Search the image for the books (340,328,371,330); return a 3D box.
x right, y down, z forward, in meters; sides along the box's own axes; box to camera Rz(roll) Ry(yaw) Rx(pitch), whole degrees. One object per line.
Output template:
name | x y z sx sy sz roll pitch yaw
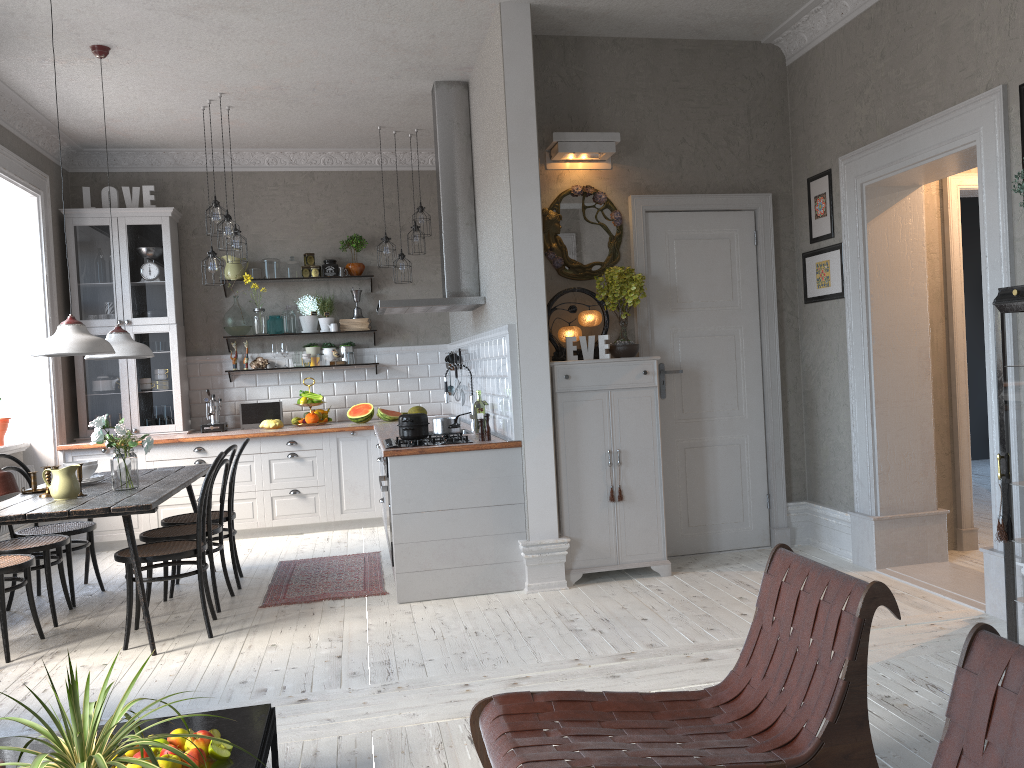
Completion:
books | -1.417 -0.495 8.031 0.262 0.011 0.157 -3 1 -6

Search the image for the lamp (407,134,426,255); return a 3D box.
lamp | -0.862 -1.979 7.572 0.144 1.735 0.149 -2 1 31

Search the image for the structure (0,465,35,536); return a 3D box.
structure | -3.563 0.832 6.158 0.150 0.428 1.211 -3 1 -12

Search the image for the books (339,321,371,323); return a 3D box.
books | -1.421 -0.560 8.029 0.261 0.016 0.158 -3 1 1

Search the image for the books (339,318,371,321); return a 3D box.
books | -1.422 -0.581 8.029 0.262 0.011 0.157 -3 1 -6

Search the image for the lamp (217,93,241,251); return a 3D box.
lamp | -2.040 -1.812 6.230 0.144 1.735 0.150 -2 2 36

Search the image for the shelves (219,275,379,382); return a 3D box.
shelves | -1.880 -0.479 7.924 1.328 0.923 0.226 -3 1 -12

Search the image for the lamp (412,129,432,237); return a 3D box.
lamp | -0.799 -2.108 7.412 0.150 1.735 0.143 -4 2 -39

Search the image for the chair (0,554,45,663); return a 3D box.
chair | -2.660 0.880 4.363 0.551 0.920 0.436 -3 1 -4

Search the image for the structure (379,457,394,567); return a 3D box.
structure | -0.469 0.692 5.304 0.623 0.623 0.617 -3 1 -11

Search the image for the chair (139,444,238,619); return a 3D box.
chair | -1.836 0.822 5.067 0.551 0.920 0.436 -3 1 -4

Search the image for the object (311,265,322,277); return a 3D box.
object | -1.749 -0.998 7.917 0.083 0.113 0.082 -3 1 -1

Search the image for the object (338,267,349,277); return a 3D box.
object | -1.509 -1.002 7.920 0.094 0.096 0.074 -3 1 -11

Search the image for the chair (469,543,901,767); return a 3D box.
chair | 0.424 0.857 2.287 1.026 0.721 0.503 -3 1 -12

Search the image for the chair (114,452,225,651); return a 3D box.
chair | -1.740 0.827 4.546 0.555 0.920 0.433 -3 1 -14

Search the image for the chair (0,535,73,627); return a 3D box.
chair | -2.759 0.875 4.905 0.555 0.920 0.433 -3 1 -14

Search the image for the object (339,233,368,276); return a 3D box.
object | -1.407 -1.160 7.993 0.258 0.397 0.243 -3 1 13

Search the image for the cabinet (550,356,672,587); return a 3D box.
cabinet | 0.547 0.500 5.292 0.672 1.297 0.380 -3 1 -12

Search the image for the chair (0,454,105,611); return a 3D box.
chair | -2.826 0.869 5.384 0.549 0.920 0.438 -3 1 1

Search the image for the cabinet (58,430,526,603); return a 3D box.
cabinet | -1.347 0.793 6.584 4.112 0.854 2.027 -2 1 35

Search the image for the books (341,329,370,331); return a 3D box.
books | -1.416 -0.484 8.031 0.263 0.011 0.156 -3 1 -9

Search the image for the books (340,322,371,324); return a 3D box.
books | -1.420 -0.549 8.030 0.262 0.011 0.157 -3 1 -6

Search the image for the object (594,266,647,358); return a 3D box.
object | 0.673 -0.434 5.327 0.293 0.553 0.345 -3 1 23

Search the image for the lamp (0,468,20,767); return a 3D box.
lamp | -1.369 0.598 2.273 0.247 0.839 0.140 -3 1 24

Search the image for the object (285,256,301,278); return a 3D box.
object | -1.975 -1.039 7.974 0.137 0.220 0.143 -2 2 38

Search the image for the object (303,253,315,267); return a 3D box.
object | -1.806 -1.106 7.895 0.084 0.113 0.081 -4 1 -31

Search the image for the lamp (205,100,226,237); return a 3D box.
lamp | -2.169 -1.939 6.361 0.149 1.735 0.144 -4 1 -24

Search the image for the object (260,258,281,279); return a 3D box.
object | -2.134 -1.011 7.844 0.169 0.184 0.175 -2 1 28

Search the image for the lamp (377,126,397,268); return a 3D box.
lamp | -1.074 -1.832 7.284 0.144 1.735 0.149 -3 1 21

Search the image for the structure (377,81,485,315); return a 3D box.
structure | -0.639 -1.327 6.310 0.719 1.596 0.706 -3 1 -11

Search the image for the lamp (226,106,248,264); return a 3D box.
lamp | -2.080 -1.766 6.540 0.149 1.735 0.144 -4 1 -24

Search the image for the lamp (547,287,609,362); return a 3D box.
lamp | 0.391 -0.304 5.347 0.451 0.558 0.171 -3 1 -4

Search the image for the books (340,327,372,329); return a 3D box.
books | -1.418 -0.506 8.030 0.261 0.016 0.158 -3 1 1

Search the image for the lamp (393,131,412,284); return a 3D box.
lamp | -0.964 -1.718 7.445 0.150 1.735 0.143 -4 2 -39

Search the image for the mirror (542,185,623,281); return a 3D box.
mirror | 0.440 -0.939 5.482 0.537 0.593 0.070 -3 1 -12

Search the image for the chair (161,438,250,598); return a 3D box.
chair | -1.902 0.816 5.544 0.555 0.920 0.433 -3 1 -14

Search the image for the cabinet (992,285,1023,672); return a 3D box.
cabinet | 1.960 0.386 2.966 0.351 1.471 0.613 -3 1 -11

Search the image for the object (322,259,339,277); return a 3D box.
object | -1.638 -1.036 7.991 0.143 0.174 0.141 -3 1 -11

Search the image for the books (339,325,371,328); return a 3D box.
books | -1.418 -0.517 8.030 0.261 0.016 0.157 -3 1 -3

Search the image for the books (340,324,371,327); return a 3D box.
books | -1.419 -0.528 8.030 0.262 0.011 0.157 -3 1 -6

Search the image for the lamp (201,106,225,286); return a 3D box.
lamp | -2.244 -1.598 6.510 0.150 1.735 0.143 -4 2 -44

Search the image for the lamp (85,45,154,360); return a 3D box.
lamp | -2.402 -1.078 5.295 0.380 1.858 0.378 -3 1 -4

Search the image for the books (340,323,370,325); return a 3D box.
books | -1.419 -0.539 8.030 0.263 0.011 0.156 -3 1 -9

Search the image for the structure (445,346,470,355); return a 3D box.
structure | -0.454 -0.263 7.236 0.095 0.053 1.076 -3 1 -10

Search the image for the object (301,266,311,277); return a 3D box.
object | -1.836 -0.993 7.902 0.083 0.113 0.082 -3 1 -11

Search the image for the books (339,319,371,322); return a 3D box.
books | -1.421 -0.571 8.029 0.261 0.016 0.157 -3 1 -3

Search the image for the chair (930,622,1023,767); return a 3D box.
chair | 0.572 0.866 1.450 1.026 0.721 0.503 -3 1 -12

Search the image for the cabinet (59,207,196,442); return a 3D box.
cabinet | -3.228 -0.490 7.492 0.887 1.921 0.384 -3 1 -12

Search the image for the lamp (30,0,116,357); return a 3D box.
lamp | -2.249 -1.069 4.422 0.373 1.858 0.386 -2 1 26

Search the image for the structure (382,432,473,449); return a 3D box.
structure | -0.516 0.330 5.295 0.500 0.031 0.600 -3 1 -11

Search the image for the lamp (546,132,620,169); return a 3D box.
lamp | 0.431 -1.418 5.393 0.419 0.171 0.217 -3 1 -12
